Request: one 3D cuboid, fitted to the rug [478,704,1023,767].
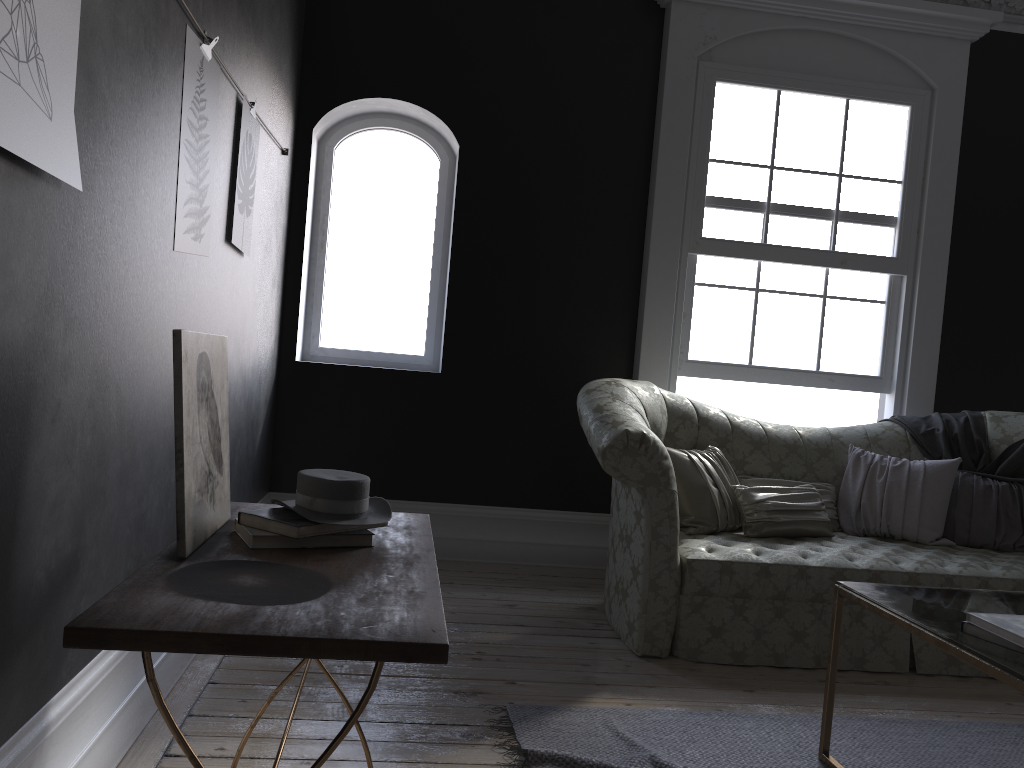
[{"bbox_3d":[1.801,1.232,2.168,3.645,0.050,2.104,5,1,-6],"label":"rug"}]

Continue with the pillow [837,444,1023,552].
[{"bbox_3d":[2.165,0.581,4.493,0.964,0.462,0.404,5,1,1],"label":"pillow"}]

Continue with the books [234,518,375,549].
[{"bbox_3d":[-0.470,0.333,1.998,0.269,0.029,0.202,4,1,-27],"label":"books"}]

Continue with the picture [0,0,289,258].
[{"bbox_3d":[-0.928,-0.775,2.374,0.058,0.771,4.454,5,1,-7],"label":"picture"}]

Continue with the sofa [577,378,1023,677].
[{"bbox_3d":[1.638,0.647,4.481,2.813,1.161,1.605,5,1,-6],"label":"sofa"}]

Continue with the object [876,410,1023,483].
[{"bbox_3d":[2.602,0.436,4.690,1.365,0.585,0.517,6,2,42],"label":"object"}]

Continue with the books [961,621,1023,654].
[{"bbox_3d":[1.305,0.628,2.213,0.289,0.030,0.192,4,1,-23],"label":"books"}]

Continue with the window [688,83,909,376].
[{"bbox_3d":[1.712,-0.902,5.297,1.263,1.673,0.056,5,2,-7],"label":"window"}]

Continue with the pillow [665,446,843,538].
[{"bbox_3d":[1.177,0.521,4.350,1.105,0.416,0.528,5,1,-7],"label":"pillow"}]

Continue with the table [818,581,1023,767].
[{"bbox_3d":[1.759,0.959,2.303,1.449,0.558,1.092,5,1,-7],"label":"table"}]

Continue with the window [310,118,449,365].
[{"bbox_3d":[-0.798,-0.871,5.410,0.740,1.457,0.112,5,2,-7],"label":"window"}]

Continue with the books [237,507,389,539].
[{"bbox_3d":[-0.444,0.306,2.014,0.192,0.030,0.289,5,1,34],"label":"books"}]

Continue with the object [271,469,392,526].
[{"bbox_3d":[-0.411,0.250,2.033,0.258,0.087,0.327,4,1,-41],"label":"object"}]

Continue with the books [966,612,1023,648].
[{"bbox_3d":[1.311,0.602,2.146,0.307,0.024,0.220,5,1,-7],"label":"books"}]
